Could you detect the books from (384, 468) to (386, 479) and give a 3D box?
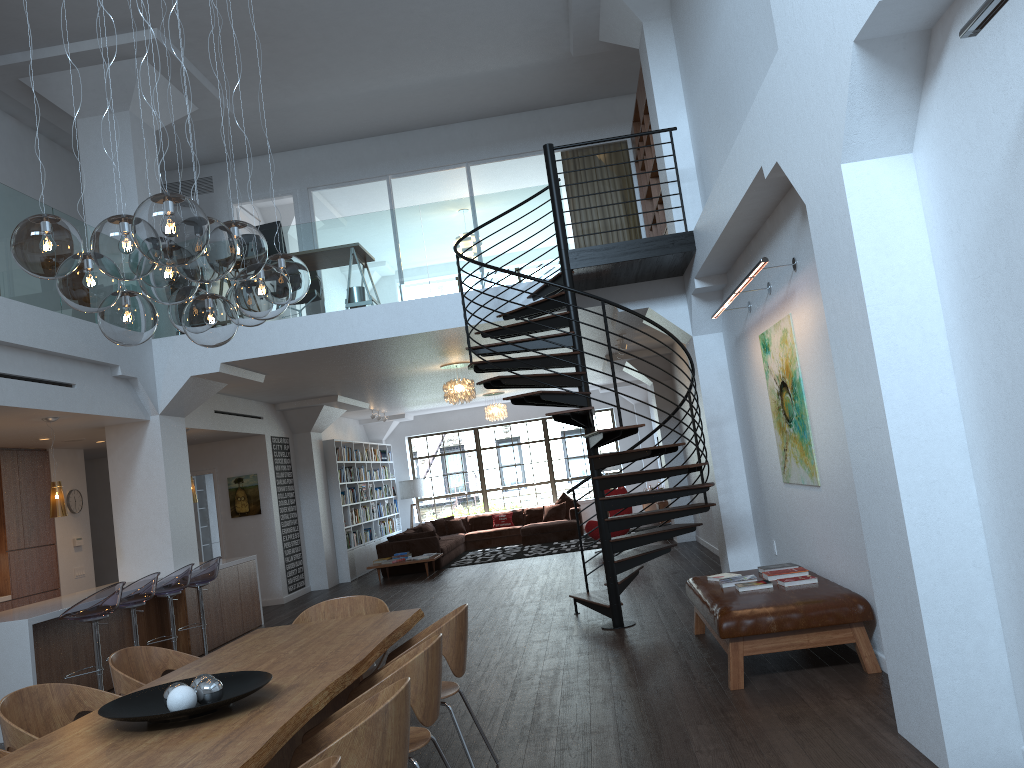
[{"bbox_3d":[-2.762,1.901,18.711,0.174,0.240,0.045,-8,-6,3],"label":"books"}]

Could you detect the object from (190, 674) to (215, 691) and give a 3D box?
[{"bbox_3d":[-1.131,1.117,3.260,0.100,0.100,0.100,-3,-7,-41],"label":"object"}]

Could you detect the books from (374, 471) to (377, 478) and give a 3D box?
[{"bbox_3d":[-2.815,1.867,17.987,0.128,0.178,0.022,-8,-6,4],"label":"books"}]

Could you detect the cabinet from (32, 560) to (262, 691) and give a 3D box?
[{"bbox_3d":[-3.766,2.445,8.801,0.898,0.796,4.493,-8,-6,4],"label":"cabinet"}]

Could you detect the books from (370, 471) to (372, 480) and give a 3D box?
[{"bbox_3d":[-2.849,1.808,17.467,0.146,0.202,0.027,-8,-6,4],"label":"books"}]

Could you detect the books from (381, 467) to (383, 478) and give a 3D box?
[{"bbox_3d":[-2.793,1.852,18.407,0.198,0.284,0.066,-8,-6,3],"label":"books"}]

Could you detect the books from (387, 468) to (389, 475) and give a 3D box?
[{"bbox_3d":[-2.738,1.935,19.035,0.168,0.231,0.037,-8,-6,3],"label":"books"}]

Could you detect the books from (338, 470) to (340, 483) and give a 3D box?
[{"bbox_3d":[-3.036,1.603,15.231,0.161,0.218,0.101,-8,-6,4],"label":"books"}]

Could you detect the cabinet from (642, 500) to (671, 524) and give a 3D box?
[{"bbox_3d":[2.828,2.283,16.772,0.459,0.350,4.501,-8,-6,4],"label":"cabinet"}]

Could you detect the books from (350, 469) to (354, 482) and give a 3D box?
[{"bbox_3d":[-2.974,1.667,16.072,0.174,0.240,0.054,-8,-6,4],"label":"books"}]

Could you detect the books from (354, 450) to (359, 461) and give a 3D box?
[{"bbox_3d":[-2.972,1.360,16.736,0.140,0.231,0.042,-8,-6,4],"label":"books"}]

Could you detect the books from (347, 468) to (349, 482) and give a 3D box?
[{"bbox_3d":[-3.008,1.635,15.811,0.180,0.259,0.042,-8,-6,4],"label":"books"}]

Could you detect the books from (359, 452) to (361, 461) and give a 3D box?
[{"bbox_3d":[-2.956,1.392,16.871,0.139,0.191,0.036,-8,-6,4],"label":"books"}]

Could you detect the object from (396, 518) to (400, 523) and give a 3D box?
[{"bbox_3d":[-2.623,2.973,19.186,0.316,0.088,0.410,-8,-6,4],"label":"object"}]

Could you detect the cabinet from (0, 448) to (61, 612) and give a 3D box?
[{"bbox_3d":[-6.009,1.831,8.108,0.598,2.499,5.299,-8,-6,4],"label":"cabinet"}]

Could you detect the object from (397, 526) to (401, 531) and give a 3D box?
[{"bbox_3d":[-2.591,3.145,19.168,0.331,0.088,0.410,-8,-6,4],"label":"object"}]

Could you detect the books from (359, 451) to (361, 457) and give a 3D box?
[{"bbox_3d":[-2.955,1.393,16.912,0.136,0.196,0.045,-8,-6,4],"label":"books"}]

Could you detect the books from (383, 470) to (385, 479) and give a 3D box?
[{"bbox_3d":[-2.770,1.880,18.557,0.183,0.253,0.034,-8,-6,3],"label":"books"}]

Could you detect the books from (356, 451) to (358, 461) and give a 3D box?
[{"bbox_3d":[-2.973,1.367,16.650,0.146,0.202,0.027,-8,-6,4],"label":"books"}]

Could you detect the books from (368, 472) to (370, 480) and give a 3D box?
[{"bbox_3d":[-2.857,1.813,17.351,0.126,0.173,0.032,-8,-6,4],"label":"books"}]

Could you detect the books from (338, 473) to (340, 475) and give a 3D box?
[{"bbox_3d":[-3.035,1.613,15.151,0.161,0.182,0.170,-8,-6,4],"label":"books"}]

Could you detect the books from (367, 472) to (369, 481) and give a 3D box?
[{"bbox_3d":[-2.853,1.810,17.276,0.106,0.162,0.032,-8,-6,4],"label":"books"}]

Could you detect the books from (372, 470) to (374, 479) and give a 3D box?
[{"bbox_3d":[-2.830,1.828,17.697,0.146,0.202,0.027,-8,-6,4],"label":"books"}]

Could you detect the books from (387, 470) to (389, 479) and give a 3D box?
[{"bbox_3d":[-2.743,1.924,18.969,0.174,0.240,0.045,-8,-6,3],"label":"books"}]

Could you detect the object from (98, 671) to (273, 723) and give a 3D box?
[{"bbox_3d":[-1.163,1.143,3.193,0.592,0.066,0.592,-3,-7,-38],"label":"object"}]

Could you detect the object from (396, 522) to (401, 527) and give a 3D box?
[{"bbox_3d":[-2.603,3.058,19.176,0.331,0.088,0.410,-8,-6,4],"label":"object"}]

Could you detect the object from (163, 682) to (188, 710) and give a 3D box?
[{"bbox_3d":[-1.203,1.126,3.191,0.100,0.100,0.100,-3,-7,-41],"label":"object"}]

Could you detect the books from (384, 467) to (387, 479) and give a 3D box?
[{"bbox_3d":[-2.749,1.896,18.750,0.183,0.253,0.034,-8,-6,3],"label":"books"}]

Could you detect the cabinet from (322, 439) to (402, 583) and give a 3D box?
[{"bbox_3d":[-2.913,2.358,17.232,0.461,2.414,4.500,-8,-6,4],"label":"cabinet"}]

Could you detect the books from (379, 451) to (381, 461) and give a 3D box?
[{"bbox_3d":[-2.825,1.518,18.496,0.161,0.223,0.032,-8,-6,4],"label":"books"}]

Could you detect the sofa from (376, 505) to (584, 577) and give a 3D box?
[{"bbox_3d":[-0.401,2.861,16.876,3.481,0.664,4.197,-8,-6,4],"label":"sofa"}]

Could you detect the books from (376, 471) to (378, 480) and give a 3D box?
[{"bbox_3d":[-2.805,1.871,18.038,0.128,0.178,0.021,-8,-6,4],"label":"books"}]

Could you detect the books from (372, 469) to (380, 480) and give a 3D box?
[{"bbox_3d":[-2.802,1.859,18.196,0.140,0.231,0.042,-8,-6,4],"label":"books"}]

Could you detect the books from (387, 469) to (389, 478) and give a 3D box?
[{"bbox_3d":[-2.729,1.934,19.002,0.161,0.223,0.026,-8,-6,3],"label":"books"}]

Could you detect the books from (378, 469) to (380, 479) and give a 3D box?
[{"bbox_3d":[-2.801,1.866,18.245,0.158,0.226,0.052,-8,-6,4],"label":"books"}]

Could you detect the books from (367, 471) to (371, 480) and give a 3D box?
[{"bbox_3d":[-2.856,1.809,17.408,0.139,0.191,0.036,-8,-6,4],"label":"books"}]

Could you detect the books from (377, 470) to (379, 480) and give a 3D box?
[{"bbox_3d":[-2.804,1.869,18.114,0.136,0.196,0.045,-8,-6,4],"label":"books"}]

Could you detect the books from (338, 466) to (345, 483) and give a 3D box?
[{"bbox_3d":[-3.012,1.585,15.454,0.176,0.290,0.053,-8,-6,4],"label":"books"}]

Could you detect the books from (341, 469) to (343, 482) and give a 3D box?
[{"bbox_3d":[-3.024,1.603,15.376,0.174,0.242,0.105,-8,-6,4],"label":"books"}]

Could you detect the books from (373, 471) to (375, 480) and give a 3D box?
[{"bbox_3d":[-2.828,1.839,17.756,0.139,0.191,0.036,-8,-6,4],"label":"books"}]

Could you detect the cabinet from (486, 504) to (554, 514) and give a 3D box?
[{"bbox_3d":[0.209,3.042,19.329,1.520,0.625,0.350,-8,-6,4],"label":"cabinet"}]

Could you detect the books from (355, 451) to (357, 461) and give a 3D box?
[{"bbox_3d":[-2.976,1.359,16.568,0.146,0.202,0.027,-8,-6,4],"label":"books"}]

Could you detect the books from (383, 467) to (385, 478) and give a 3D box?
[{"bbox_3d":[-2.764,1.882,18.590,0.183,0.253,0.034,-8,-6,3],"label":"books"}]

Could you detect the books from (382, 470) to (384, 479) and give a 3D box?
[{"bbox_3d":[-2.767,1.886,18.473,0.161,0.223,0.026,-8,-6,3],"label":"books"}]

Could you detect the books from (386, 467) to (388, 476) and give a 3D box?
[{"bbox_3d":[-2.747,1.914,18.931,0.183,0.253,0.034,-8,-6,3],"label":"books"}]

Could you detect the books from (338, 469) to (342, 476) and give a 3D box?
[{"bbox_3d":[-3.033,1.602,15.337,0.172,0.239,0.093,-8,-6,4],"label":"books"}]

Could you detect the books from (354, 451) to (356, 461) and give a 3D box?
[{"bbox_3d":[-2.983,1.359,16.509,0.139,0.191,0.036,-8,-6,4],"label":"books"}]

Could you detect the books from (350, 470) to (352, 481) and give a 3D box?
[{"bbox_3d":[-2.975,1.668,15.996,0.161,0.223,0.032,-8,-6,4],"label":"books"}]

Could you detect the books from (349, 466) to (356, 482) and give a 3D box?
[{"bbox_3d":[-2.966,1.657,16.240,0.176,0.291,0.053,-8,-6,4],"label":"books"}]

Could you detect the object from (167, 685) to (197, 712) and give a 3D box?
[{"bbox_3d":[-1.154,1.107,3.102,0.100,0.100,0.100,-3,-7,-41],"label":"object"}]

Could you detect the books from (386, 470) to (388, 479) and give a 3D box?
[{"bbox_3d":[-2.742,1.909,18.875,0.160,0.250,0.026,-8,-6,3],"label":"books"}]

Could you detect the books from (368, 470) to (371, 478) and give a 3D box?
[{"bbox_3d":[-2.860,1.807,17.441,0.146,0.202,0.027,-8,-6,4],"label":"books"}]

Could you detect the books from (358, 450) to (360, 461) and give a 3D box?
[{"bbox_3d":[-2.973,1.368,16.785,0.158,0.226,0.052,-8,-6,4],"label":"books"}]

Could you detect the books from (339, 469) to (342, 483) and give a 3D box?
[{"bbox_3d":[-3.026,1.599,15.293,0.172,0.235,0.112,-8,-6,4],"label":"books"}]

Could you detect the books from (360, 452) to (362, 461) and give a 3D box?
[{"bbox_3d":[-2.945,1.406,16.964,0.128,0.178,0.022,-8,-6,4],"label":"books"}]

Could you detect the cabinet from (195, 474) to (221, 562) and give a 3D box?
[{"bbox_3d":[-5.544,2.180,14.728,0.527,2.991,2.630,-8,-6,4],"label":"cabinet"}]

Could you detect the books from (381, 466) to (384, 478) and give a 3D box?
[{"bbox_3d":[-2.777,1.858,18.516,0.176,0.290,0.053,-8,-6,3],"label":"books"}]

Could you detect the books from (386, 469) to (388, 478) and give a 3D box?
[{"bbox_3d":[-2.740,1.925,18.899,0.161,0.223,0.027,-8,-6,3],"label":"books"}]

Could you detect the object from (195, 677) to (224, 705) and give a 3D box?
[{"bbox_3d":[-1.082,1.102,3.172,0.100,0.100,0.100,-3,-7,-41],"label":"object"}]
